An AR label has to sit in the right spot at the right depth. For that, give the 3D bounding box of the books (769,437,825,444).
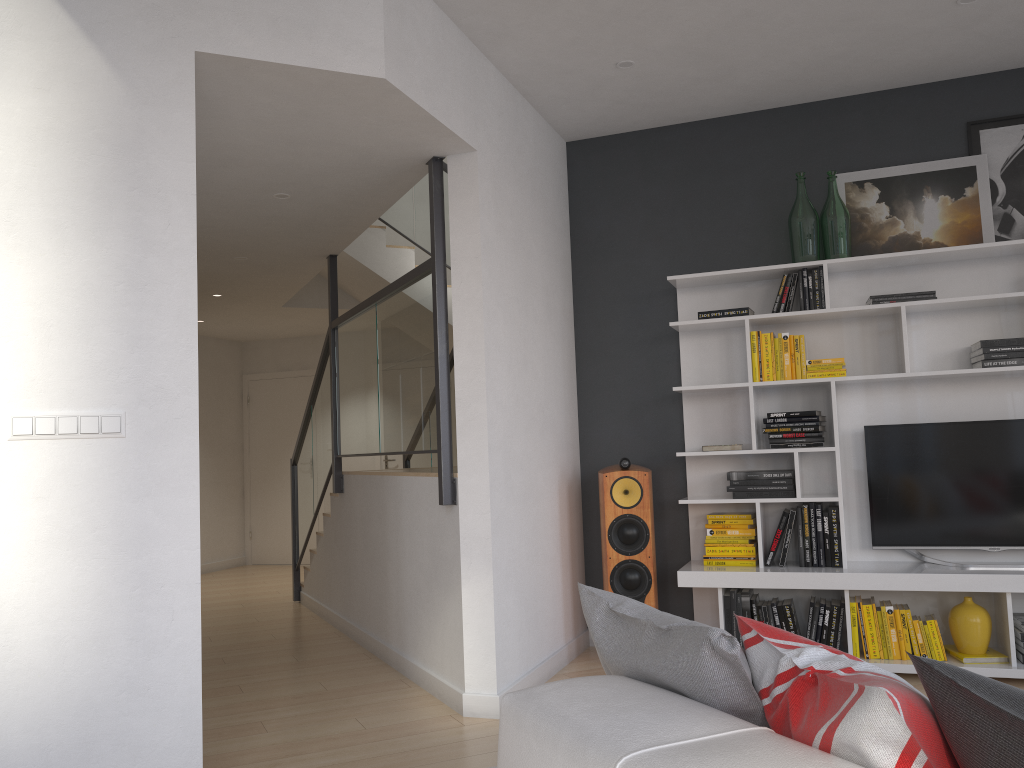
[{"bbox_3d":[1.490,0.297,4.636,0.270,0.025,0.189,-4,-5,19],"label":"books"}]

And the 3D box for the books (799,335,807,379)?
[{"bbox_3d":[1.534,-0.133,4.664,0.024,0.234,0.172,-4,-5,20],"label":"books"}]

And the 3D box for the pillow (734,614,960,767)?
[{"bbox_3d":[0.923,0.541,0.593,0.575,0.449,2.250,0,-5,-27],"label":"pillow"}]

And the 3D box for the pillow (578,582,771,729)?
[{"bbox_3d":[1.183,0.518,0.821,0.647,0.453,2.953,1,-5,-37],"label":"pillow"}]

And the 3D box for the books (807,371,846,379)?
[{"bbox_3d":[1.634,-0.041,4.606,0.190,0.033,0.147,-4,-5,20],"label":"books"}]

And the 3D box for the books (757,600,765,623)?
[{"bbox_3d":[1.301,1.245,4.562,0.053,0.240,0.189,-4,-5,20],"label":"books"}]

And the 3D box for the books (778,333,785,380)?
[{"bbox_3d":[1.434,-0.134,4.702,0.019,0.251,0.180,-4,-5,20],"label":"books"}]

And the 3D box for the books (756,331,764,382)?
[{"bbox_3d":[1.333,-0.137,4.735,0.025,0.270,0.213,-4,-5,20],"label":"books"}]

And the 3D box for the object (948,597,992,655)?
[{"bbox_3d":[2.179,1.144,4.220,0.185,0.257,0.185,-2,-4,-2],"label":"object"}]

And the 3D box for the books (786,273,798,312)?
[{"bbox_3d":[1.481,-0.469,4.690,0.074,0.212,0.154,-4,-5,19],"label":"books"}]

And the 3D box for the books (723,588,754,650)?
[{"bbox_3d":[1.188,1.215,4.615,0.128,0.321,0.259,-4,-5,20],"label":"books"}]

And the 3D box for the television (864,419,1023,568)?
[{"bbox_3d":[2.345,0.532,4.359,1.102,0.704,0.207,-4,-5,20],"label":"television"}]

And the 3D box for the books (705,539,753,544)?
[{"bbox_3d":[1.164,0.836,4.748,0.228,0.024,0.152,-4,-5,24],"label":"books"}]

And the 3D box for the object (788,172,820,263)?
[{"bbox_3d":[1.538,-0.871,4.681,0.157,0.507,0.157,-5,-5,34],"label":"object"}]

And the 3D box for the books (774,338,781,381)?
[{"bbox_3d":[1.408,-0.121,4.691,0.024,0.229,0.156,-4,-5,20],"label":"books"}]

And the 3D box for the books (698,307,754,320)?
[{"bbox_3d":[1.161,-0.366,4.794,0.268,0.046,0.208,-4,-5,24],"label":"books"}]

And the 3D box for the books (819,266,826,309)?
[{"bbox_3d":[1.624,-0.488,4.633,0.019,0.230,0.174,-4,-5,20],"label":"books"}]

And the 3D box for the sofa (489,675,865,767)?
[{"bbox_3d":[1.639,0.789,0.998,2.614,0.732,3.424,0,-5,-25],"label":"sofa"}]

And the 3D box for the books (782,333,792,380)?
[{"bbox_3d":[1.458,-0.136,4.691,0.035,0.250,0.185,-4,-5,20],"label":"books"}]

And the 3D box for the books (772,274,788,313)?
[{"bbox_3d":[1.426,-0.465,4.717,0.096,0.213,0.166,-4,-5,18],"label":"books"}]

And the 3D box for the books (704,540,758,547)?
[{"bbox_3d":[1.181,0.855,4.763,0.263,0.015,0.198,-4,-5,23],"label":"books"}]

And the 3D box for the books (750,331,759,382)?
[{"bbox_3d":[1.305,-0.136,4.736,0.029,0.270,0.204,-4,-5,20],"label":"books"}]

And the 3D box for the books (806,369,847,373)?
[{"bbox_3d":[1.635,-0.063,4.611,0.196,0.011,0.148,-4,-5,20],"label":"books"}]

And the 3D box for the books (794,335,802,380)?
[{"bbox_3d":[1.508,-0.131,4.670,0.024,0.234,0.172,-4,-5,20],"label":"books"}]

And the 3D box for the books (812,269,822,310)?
[{"bbox_3d":[1.601,-0.479,4.649,0.038,0.218,0.169,-4,-5,20],"label":"books"}]

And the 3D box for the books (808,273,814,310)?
[{"bbox_3d":[1.573,-0.469,4.657,0.021,0.200,0.147,-4,-5,20],"label":"books"}]

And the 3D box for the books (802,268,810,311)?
[{"bbox_3d":[1.551,-0.481,4.671,0.025,0.232,0.176,-4,-5,20],"label":"books"}]

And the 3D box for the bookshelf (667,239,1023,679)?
[{"bbox_3d":[2.307,0.352,4.267,3.000,2.052,0.455,-4,-5,20],"label":"bookshelf"}]

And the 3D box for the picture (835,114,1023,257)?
[{"bbox_3d":[2.346,-1.007,4.559,1.279,0.707,0.076,-4,-5,20],"label":"picture"}]

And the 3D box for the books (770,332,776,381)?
[{"bbox_3d":[1.397,-0.136,4.718,0.015,0.263,0.199,-4,-5,20],"label":"books"}]

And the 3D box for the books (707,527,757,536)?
[{"bbox_3d":[1.190,0.788,4.759,0.250,0.035,0.185,-4,-5,23],"label":"books"}]

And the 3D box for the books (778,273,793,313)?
[{"bbox_3d":[1.459,-0.466,4.711,0.087,0.214,0.171,-4,-5,20],"label":"books"}]

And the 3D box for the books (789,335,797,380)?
[{"bbox_3d":[1.486,-0.132,4.682,0.023,0.239,0.169,-4,-5,20],"label":"books"}]

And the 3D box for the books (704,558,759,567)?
[{"bbox_3d":[1.179,0.944,4.728,0.270,0.029,0.204,-4,-5,25],"label":"books"}]

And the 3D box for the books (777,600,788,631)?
[{"bbox_3d":[1.395,1.235,4.516,0.066,0.242,0.177,-4,-5,20],"label":"books"}]

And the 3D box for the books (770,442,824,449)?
[{"bbox_3d":[1.490,0.322,4.633,0.263,0.026,0.189,-4,-5,19],"label":"books"}]

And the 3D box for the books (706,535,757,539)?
[{"bbox_3d":[1.182,0.816,4.763,0.251,0.019,0.180,-4,-5,20],"label":"books"}]

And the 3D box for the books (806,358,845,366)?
[{"bbox_3d":[1.634,-0.112,4.624,0.186,0.026,0.138,-4,-5,20],"label":"books"}]

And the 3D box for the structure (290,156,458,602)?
[{"bbox_3d":[0.075,-0.553,6.492,2.823,4.339,4.190,0,-5,-25],"label":"structure"}]

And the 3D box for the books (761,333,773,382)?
[{"bbox_3d":[1.368,-0.132,4.727,0.044,0.255,0.198,-4,-5,20],"label":"books"}]

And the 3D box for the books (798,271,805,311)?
[{"bbox_3d":[1.527,-0.474,4.675,0.021,0.221,0.156,-4,-5,20],"label":"books"}]

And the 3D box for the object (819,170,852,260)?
[{"bbox_3d":[1.704,-0.877,4.680,0.157,0.507,0.157,-5,-5,34],"label":"object"}]

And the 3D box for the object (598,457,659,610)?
[{"bbox_3d":[0.639,0.946,4.868,0.290,1.088,0.434,-3,-4,5],"label":"object"}]

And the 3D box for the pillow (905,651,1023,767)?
[{"bbox_3d":[1.065,0.487,0.302,0.608,0.436,2.120,0,-5,-29],"label":"pillow"}]

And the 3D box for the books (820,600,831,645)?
[{"bbox_3d":[1.574,1.222,4.459,0.071,0.243,0.179,-4,-5,19],"label":"books"}]

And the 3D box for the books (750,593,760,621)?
[{"bbox_3d":[1.271,1.232,4.578,0.053,0.268,0.202,-4,-5,20],"label":"books"}]

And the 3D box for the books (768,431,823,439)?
[{"bbox_3d":[1.489,0.270,4.658,0.266,0.030,0.209,-4,-5,19],"label":"books"}]

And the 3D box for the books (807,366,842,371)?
[{"bbox_3d":[1.623,-0.078,4.596,0.169,0.018,0.113,-4,-5,21],"label":"books"}]

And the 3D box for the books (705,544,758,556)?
[{"bbox_3d":[1.180,0.884,4.746,0.255,0.044,0.198,-4,-5,20],"label":"books"}]

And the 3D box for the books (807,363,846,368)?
[{"bbox_3d":[1.634,-0.093,4.609,0.187,0.014,0.134,-4,-5,20],"label":"books"}]
